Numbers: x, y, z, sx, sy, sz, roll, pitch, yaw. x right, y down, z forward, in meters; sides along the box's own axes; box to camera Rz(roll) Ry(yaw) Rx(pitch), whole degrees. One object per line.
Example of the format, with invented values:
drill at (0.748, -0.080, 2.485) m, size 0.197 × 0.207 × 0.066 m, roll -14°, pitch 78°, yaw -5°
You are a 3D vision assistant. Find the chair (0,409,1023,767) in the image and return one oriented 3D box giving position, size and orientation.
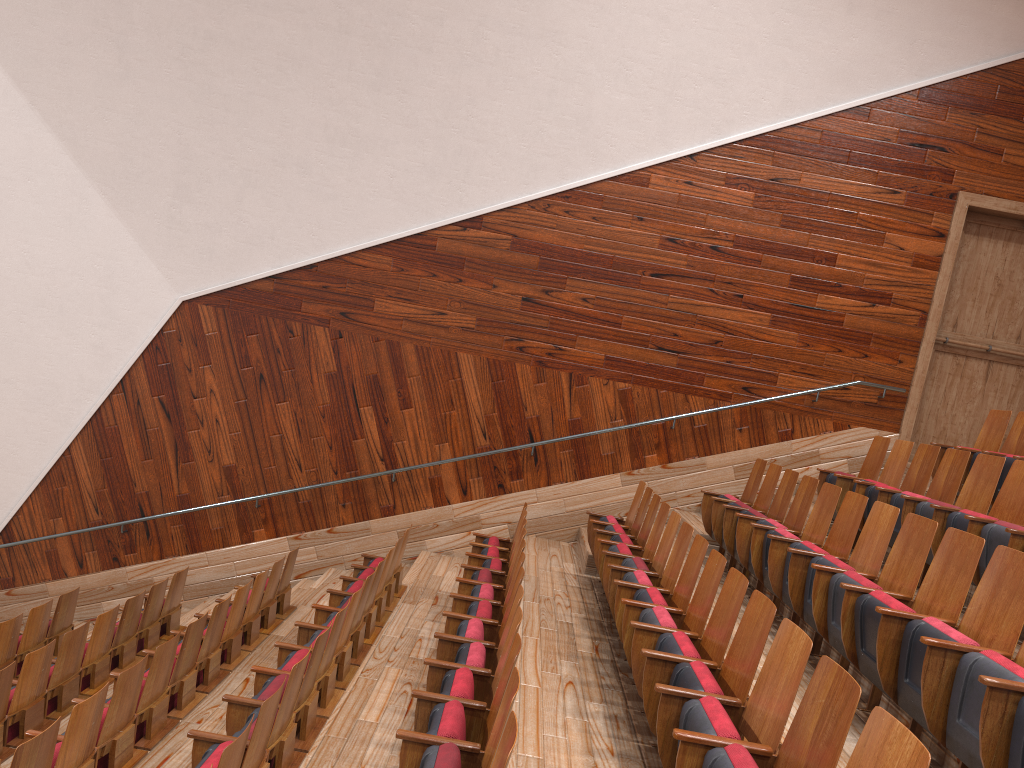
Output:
chair at (-0.071, 0.138, 0.091) m, size 0.770 × 0.377 × 1.171 m, roll 11°, pitch 1°, yaw 1°

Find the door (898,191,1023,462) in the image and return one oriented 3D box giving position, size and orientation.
door at (0.435, -0.036, 0.789) m, size 0.140 × 0.243 × 0.024 m, roll 10°, pitch 8°, yaw 0°
